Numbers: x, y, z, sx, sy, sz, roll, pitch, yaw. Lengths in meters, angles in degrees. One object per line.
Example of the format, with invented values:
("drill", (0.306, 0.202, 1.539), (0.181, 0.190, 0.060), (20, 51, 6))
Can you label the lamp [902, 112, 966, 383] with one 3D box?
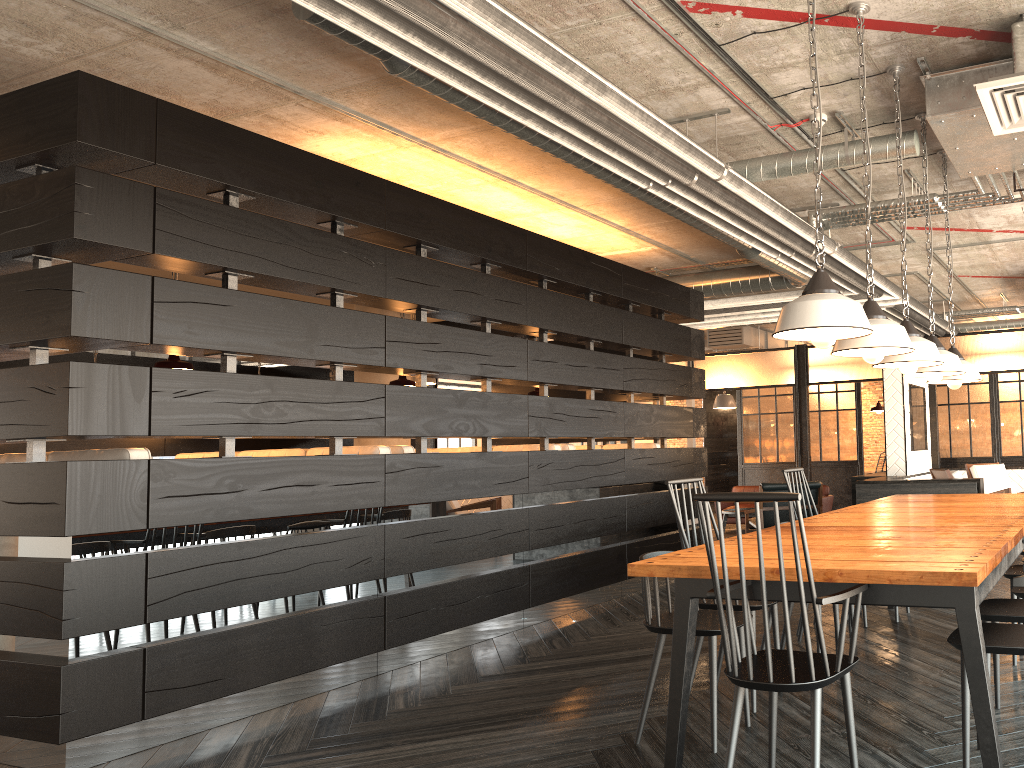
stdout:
("lamp", (2.432, -0.869, 4.862), (0.423, 1.735, 0.309), (3, -5, -40))

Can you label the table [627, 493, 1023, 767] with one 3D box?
("table", (2.096, 1.073, 4.260), (1.046, 0.790, 4.257), (-5, -6, 35))

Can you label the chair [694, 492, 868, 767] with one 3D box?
("chair", (0.864, 0.847, 2.630), (0.396, 1.031, 0.562), (-4, -5, 37))

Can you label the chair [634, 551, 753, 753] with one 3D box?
("chair", (0.756, 1.070, 3.430), (0.392, 0.736, 0.424), (-3, -5, 31))

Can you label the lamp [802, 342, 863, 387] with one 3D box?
("lamp", (6.091, -0.314, 15.783), (0.263, 0.856, 3.875), (-4, -5, 36))

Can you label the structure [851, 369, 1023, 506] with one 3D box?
("structure", (5.812, 0.724, 9.159), (3.494, 2.112, 4.194), (-4, -6, 31))

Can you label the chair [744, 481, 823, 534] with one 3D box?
("chair", (3.149, 1.520, 9.683), (0.783, 0.794, 0.983), (-1, -5, -2))

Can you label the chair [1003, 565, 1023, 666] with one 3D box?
("chair", (2.834, 1.090, 4.423), (0.392, 0.736, 0.424), (-3, -5, 31))

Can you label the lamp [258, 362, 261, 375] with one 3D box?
("lamp", (-2.747, -0.152, 9.053), (0.218, 1.049, 0.170), (1, -4, -22))

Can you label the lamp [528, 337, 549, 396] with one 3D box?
("lamp", (0.235, -0.372, 7.683), (0.175, 1.049, 0.213), (-2, -4, 24))

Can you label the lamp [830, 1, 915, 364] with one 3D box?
("lamp", (1.542, -0.950, 3.629), (0.337, 1.735, 0.396), (-2, -4, 20))

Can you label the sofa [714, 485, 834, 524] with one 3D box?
("sofa", (3.747, 1.777, 11.893), (1.432, 0.636, 0.759), (-4, -5, 27))

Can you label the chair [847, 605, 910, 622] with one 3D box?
("chair", (2.504, 1.214, 5.689), (0.392, 0.736, 0.424), (-3, -5, 31))

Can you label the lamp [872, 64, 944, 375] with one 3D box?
("lamp", (1.987, -0.910, 4.245), (0.311, 1.735, 0.422), (-4, -5, 42))

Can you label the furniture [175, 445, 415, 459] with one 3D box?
("furniture", (-1.432, 1.050, 5.345), (1.660, 1.258, 1.209), (-4, -5, 28))

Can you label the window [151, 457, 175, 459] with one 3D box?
("window", (-5.906, 1.120, 13.562), (0.216, 2.871, 2.828), (-3, -5, 36))

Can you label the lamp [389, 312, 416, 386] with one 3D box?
("lamp", (-0.818, -0.468, 6.224), (0.166, 1.049, 0.222), (-4, -5, 39))

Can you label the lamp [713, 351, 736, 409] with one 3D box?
("lamp", (3.985, -0.295, 15.660), (0.472, 1.501, 0.418), (0, -4, -7))

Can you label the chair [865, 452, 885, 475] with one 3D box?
("chair", (6.307, 1.728, 14.681), (0.616, 1.061, 0.784), (-4, -5, 31))

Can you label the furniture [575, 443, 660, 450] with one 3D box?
("furniture", (0.564, 1.232, 8.114), (1.663, 1.258, 0.667), (-4, -5, 26))

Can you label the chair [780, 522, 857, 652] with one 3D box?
("chair", (1.765, 1.166, 4.813), (0.409, 0.725, 0.424), (-3, -5, 30))

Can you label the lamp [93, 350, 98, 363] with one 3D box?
("lamp", (-3.800, -0.248, 7.593), (0.206, 1.049, 0.182), (0, -4, -7))

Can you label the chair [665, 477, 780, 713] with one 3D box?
("chair", (1.028, 0.957, 3.927), (0.431, 1.031, 0.519), (-3, -5, 31))

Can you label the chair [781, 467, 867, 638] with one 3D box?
("chair", (2.018, 1.047, 5.299), (0.431, 1.031, 0.519), (-3, -5, 31))

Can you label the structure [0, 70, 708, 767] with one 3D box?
("structure", (-2.343, 0.468, 6.851), (5.386, 2.738, 6.207), (-5, -6, 31))

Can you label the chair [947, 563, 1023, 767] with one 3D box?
("chair", (1.783, 0.994, 2.958), (0.392, 0.736, 0.424), (-3, -5, 31))

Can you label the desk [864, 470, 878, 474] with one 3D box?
("desk", (5.964, 1.924, 14.825), (0.704, 0.719, 1.866), (-4, -6, 34))

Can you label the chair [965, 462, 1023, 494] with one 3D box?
("chair", (5.886, 1.389, 9.838), (0.804, 0.905, 0.837), (0, -5, -18))

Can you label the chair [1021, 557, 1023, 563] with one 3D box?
("chair", (3.218, 1.118, 4.870), (0.392, 0.736, 0.424), (-3, -5, 31))

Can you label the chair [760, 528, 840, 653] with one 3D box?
("chair", (1.497, 1.125, 4.325), (0.392, 0.736, 0.424), (-3, -5, 31))

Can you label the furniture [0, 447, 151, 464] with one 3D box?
("furniture", (-2.298, 0.971, 4.145), (1.663, 1.258, 0.668), (-4, -5, 26))

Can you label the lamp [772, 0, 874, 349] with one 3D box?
("lamp", (1.097, -0.991, 3.011), (0.407, 1.735, 0.326), (1, -4, -18))

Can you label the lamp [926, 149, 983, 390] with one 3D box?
("lamp", (2.876, -0.829, 5.478), (0.423, 1.735, 0.309), (3, -5, -40))

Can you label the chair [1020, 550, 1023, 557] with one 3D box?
("chair", (3.459, 1.155, 5.311), (0.409, 0.725, 0.424), (-3, -5, 30))

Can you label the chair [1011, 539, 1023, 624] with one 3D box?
("chair", (2.580, 0.902, 3.880), (0.431, 1.031, 0.519), (-3, -5, 31))

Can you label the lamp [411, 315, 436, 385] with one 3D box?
("lamp", (-1.032, -0.751, 8.703), (0.380, 1.501, 0.510), (-4, -5, 39))

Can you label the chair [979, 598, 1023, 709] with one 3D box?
("chair", (2.138, 1.031, 3.436), (0.409, 0.725, 0.424), (-3, -5, 30))

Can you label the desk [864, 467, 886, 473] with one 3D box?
("desk", (7.055, 2.024, 16.338), (0.704, 0.719, 1.866), (-4, -6, 34))

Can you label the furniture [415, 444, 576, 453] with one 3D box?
("furniture", (-0.316, 1.152, 6.894), (1.660, 1.258, 1.209), (-4, -5, 28))

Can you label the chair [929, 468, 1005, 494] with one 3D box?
("chair", (4.785, 1.301, 8.449), (0.967, 0.905, 0.704), (-1, -4, -2))

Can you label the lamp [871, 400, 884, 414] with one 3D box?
("lamp", (4.203, 0.258, 9.500), (0.238, 0.171, 0.187), (-1, -5, -4))

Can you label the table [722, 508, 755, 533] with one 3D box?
("table", (3.138, 1.850, 11.015), (0.637, 0.371, 0.791), (-4, -5, 26))

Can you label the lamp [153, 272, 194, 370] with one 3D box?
("lamp", (-1.907, -0.567, 4.714), (0.175, 1.049, 0.213), (-2, -4, 24))
